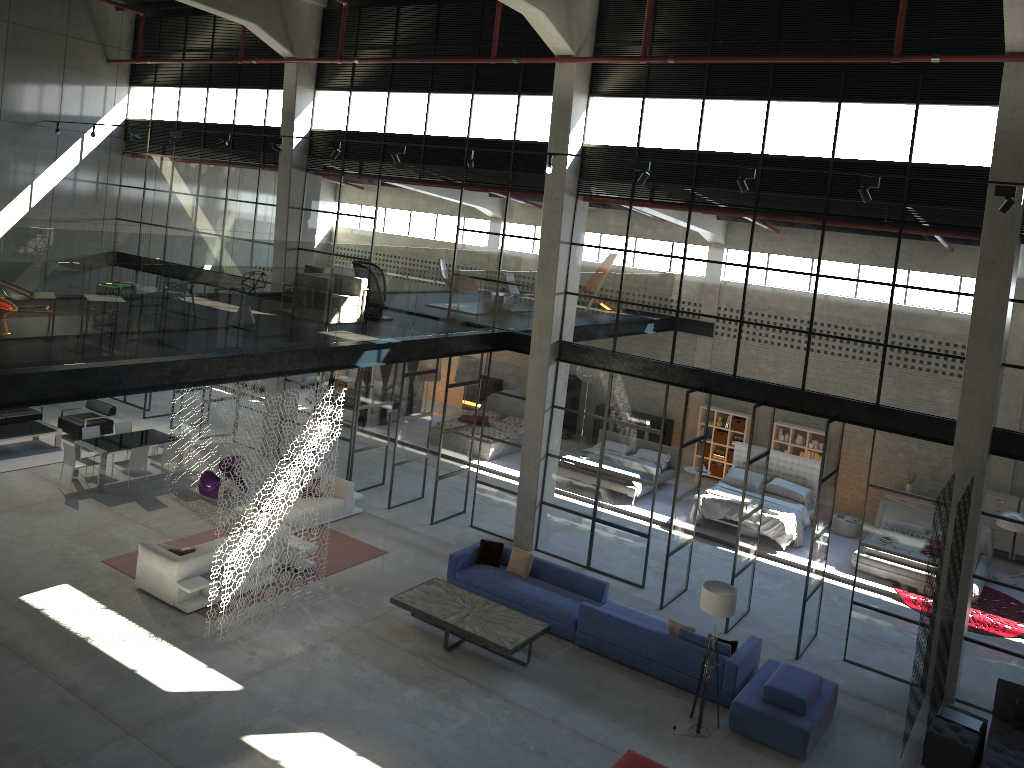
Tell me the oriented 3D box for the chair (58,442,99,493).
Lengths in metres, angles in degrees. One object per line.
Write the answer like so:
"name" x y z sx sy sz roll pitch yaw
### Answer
"chair" -8.084 1.510 16.421 0.424 0.864 0.545 9 6 32

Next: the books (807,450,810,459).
"books" 7.025 1.727 20.751 0.069 0.332 0.253 8 6 32

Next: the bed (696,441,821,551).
"bed" 5.135 2.284 18.373 2.244 1.405 2.324 12 10 32

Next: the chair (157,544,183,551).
"chair" -4.971 2.462 12.863 0.391 0.269 0.322 8 7 8

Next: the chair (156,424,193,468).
"chair" -6.964 1.311 18.131 0.424 0.864 0.545 9 6 32

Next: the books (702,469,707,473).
"books" 4.246 1.921 19.642 0.229 0.042 0.305 8 11 6

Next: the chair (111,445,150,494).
"chair" -7.242 1.558 16.671 0.551 0.864 0.420 10 5 33

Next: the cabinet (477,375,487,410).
"cabinet" -0.883 0.373 25.898 1.052 1.151 0.449 11 5 33

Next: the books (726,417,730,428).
"books" 5.432 0.937 21.843 0.088 0.317 0.253 9 6 32

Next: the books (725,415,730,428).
"books" 5.404 0.930 21.861 0.088 0.317 0.253 9 6 32

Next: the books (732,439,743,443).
"books" 5.600 1.435 21.703 0.259 0.046 0.214 13 12 32

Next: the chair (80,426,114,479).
"chair" -8.191 1.331 17.296 0.551 0.864 0.420 10 5 33

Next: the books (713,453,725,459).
"books" 5.214 1.788 21.958 0.285 0.054 0.231 13 12 32

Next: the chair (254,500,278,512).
"chair" -4.285 2.127 15.324 0.414 0.107 0.413 4 10 -11

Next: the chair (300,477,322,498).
"chair" -3.729 1.930 16.296 0.409 0.333 0.260 3 7 -24

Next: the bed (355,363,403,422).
"bed" -3.909 -0.197 24.178 2.273 2.062 2.318 11 8 32

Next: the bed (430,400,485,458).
"bed" -0.635 0.921 22.381 2.054 1.268 2.347 12 10 32

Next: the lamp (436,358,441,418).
"lamp" -2.248 0.127 23.895 0.799 1.909 0.691 5 4 -15

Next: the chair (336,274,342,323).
"chair" -2.985 -1.353 14.334 0.813 0.826 0.985 11 8 32

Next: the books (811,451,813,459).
"books" 7.106 1.741 20.719 0.065 0.332 0.253 8 6 32

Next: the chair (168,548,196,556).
"chair" -4.757 2.509 12.695 0.401 0.333 0.286 5 6 -12

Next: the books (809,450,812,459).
"books" 7.063 1.735 20.726 0.059 0.331 0.253 8 6 32

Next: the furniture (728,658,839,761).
"furniture" 3.468 3.965 11.094 0.960 0.549 1.542 12 11 32

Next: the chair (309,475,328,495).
"chair" -3.637 1.905 16.479 0.379 0.335 0.258 3 6 -23

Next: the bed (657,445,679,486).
"bed" 2.429 1.866 20.337 2.283 0.861 2.403 13 12 32

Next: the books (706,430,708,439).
"books" 4.902 1.283 22.154 0.075 0.202 0.159 9 6 32

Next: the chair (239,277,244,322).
"chair" -4.200 -1.372 13.790 0.565 0.795 0.612 7 6 0

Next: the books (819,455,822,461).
"books" 7.239 1.809 20.599 0.022 0.272 0.253 8 6 32

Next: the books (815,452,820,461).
"books" 7.185 1.766 20.645 0.036 0.330 0.253 8 6 32

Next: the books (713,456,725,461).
"books" 5.208 1.843 21.960 0.312 0.054 0.231 13 12 32

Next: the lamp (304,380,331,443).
"lamp" -3.234 0.397 14.851 0.445 1.092 0.438 10 5 41

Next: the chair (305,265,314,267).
"chair" -3.738 -1.706 15.755 0.525 0.818 0.557 10 6 33

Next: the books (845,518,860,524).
"books" 7.180 2.878 18.528 0.231 0.046 0.301 15 13 38

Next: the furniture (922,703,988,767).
"furniture" 5.401 4.350 10.684 0.515 0.451 0.961 12 11 37

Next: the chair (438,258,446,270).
"chair" -1.156 -2.255 19.625 0.972 1.020 0.804 3 7 -29

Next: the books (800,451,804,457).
"books" 6.848 1.723 20.807 0.090 0.274 0.186 9 6 32

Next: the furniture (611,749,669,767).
"furniture" 1.393 4.247 9.031 0.864 0.373 0.857 13 11 32

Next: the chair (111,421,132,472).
"chair" -7.807 1.262 17.882 0.551 0.864 0.420 10 5 33

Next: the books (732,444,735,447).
"books" 5.591 1.513 21.707 0.259 0.071 0.214 13 12 32

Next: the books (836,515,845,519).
"books" 7.002 2.834 18.705 0.136 0.020 0.193 13 13 32

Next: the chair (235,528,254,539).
"chair" -4.186 2.405 13.541 0.271 0.315 0.395 9 8 19

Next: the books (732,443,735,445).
"books" 5.593 1.492 21.707 0.254 0.025 0.209 13 13 32

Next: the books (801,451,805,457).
"books" 6.881 1.735 20.791 0.061 0.263 0.186 8 6 32

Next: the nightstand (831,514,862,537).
"nightstand" 7.090 3.012 18.620 0.585 0.296 0.482 12 10 29

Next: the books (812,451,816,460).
"books" 7.123 1.745 20.686 0.056 0.339 0.253 8 6 32

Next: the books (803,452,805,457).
"books" 6.916 1.737 20.772 0.052 0.275 0.186 8 5 32

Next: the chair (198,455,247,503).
"chair" -5.511 1.789 16.810 0.663 0.742 0.798 10 8 32

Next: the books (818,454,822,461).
"books" 7.224 1.796 20.619 0.027 0.286 0.253 8 6 32

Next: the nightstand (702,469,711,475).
"nightstand" 4.105 2.279 19.634 0.602 0.694 0.608 7 6 5

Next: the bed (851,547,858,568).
"bed" 7.932 3.122 16.888 2.268 0.916 2.564 13 12 32

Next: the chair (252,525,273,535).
"chair" -3.991 2.382 13.774 0.271 0.319 0.396 11 9 34

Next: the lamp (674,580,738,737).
"lamp" 2.383 3.361 10.658 0.433 1.730 0.668 8 4 30

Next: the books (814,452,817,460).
"books" 7.161 1.765 20.661 0.020 0.317 0.253 8 6 32

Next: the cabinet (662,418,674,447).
"cabinet" 3.183 1.334 23.292 2.106 1.150 0.449 12 6 33

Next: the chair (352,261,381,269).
"chair" -2.652 -1.743 16.162 0.688 0.979 0.837 7 6 3

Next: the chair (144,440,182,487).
"chair" -6.858 1.490 17.256 0.551 0.864 0.420 10 5 33
